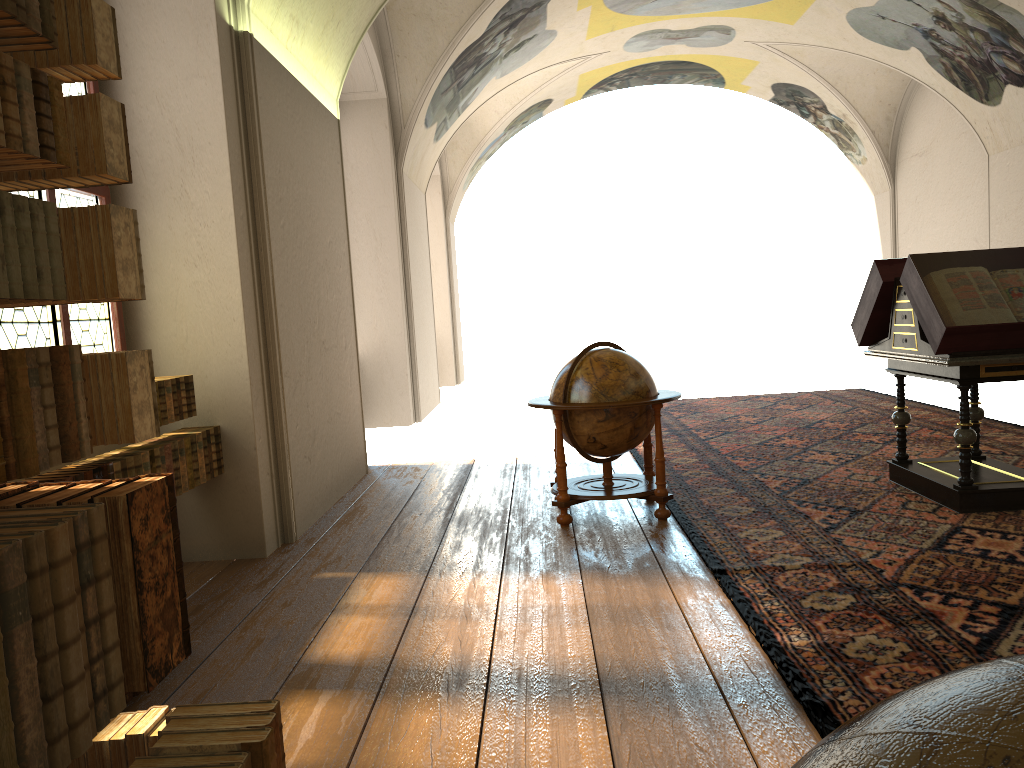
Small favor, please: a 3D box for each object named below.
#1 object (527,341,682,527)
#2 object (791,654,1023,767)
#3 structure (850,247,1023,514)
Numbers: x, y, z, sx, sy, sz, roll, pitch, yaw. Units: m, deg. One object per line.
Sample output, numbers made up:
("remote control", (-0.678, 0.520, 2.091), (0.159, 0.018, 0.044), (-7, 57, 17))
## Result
("object", (0.781, 0.368, 7.428), (1.278, 1.451, 1.277), (1, 7, 39))
("object", (0.599, 0.906, 0.761), (1.277, 1.451, 1.278), (-7, 6, -35))
("structure", (3.700, -0.064, 7.141), (1.245, 1.985, 1.888), (-4, 5, 2))
